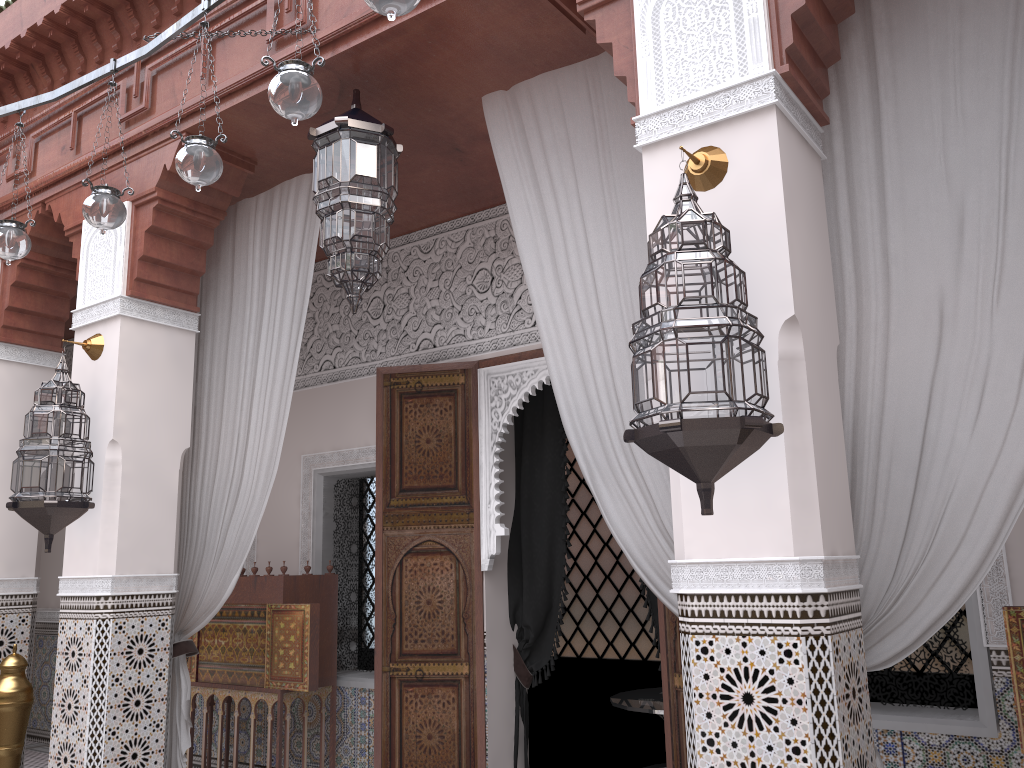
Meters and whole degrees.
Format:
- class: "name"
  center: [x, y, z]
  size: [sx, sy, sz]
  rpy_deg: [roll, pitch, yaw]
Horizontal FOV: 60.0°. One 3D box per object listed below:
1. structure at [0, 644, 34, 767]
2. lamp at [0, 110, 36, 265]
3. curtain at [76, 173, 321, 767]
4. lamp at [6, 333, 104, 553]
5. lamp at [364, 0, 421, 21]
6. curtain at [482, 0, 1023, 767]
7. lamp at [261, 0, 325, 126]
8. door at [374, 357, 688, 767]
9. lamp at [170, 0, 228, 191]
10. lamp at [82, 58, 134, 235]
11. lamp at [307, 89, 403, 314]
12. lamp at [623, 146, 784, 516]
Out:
- class: "structure"
  center: [-1.506, 1.056, 2.647]
  size: [0.156, 0.539, 0.156]
  rpy_deg: [-3, -12, 7]
- class: "lamp"
  center: [-1.055, -0.429, 1.902]
  size: [0.091, 0.371, 0.090]
  rpy_deg: [1, -12, -10]
- class: "curtain"
  center: [-1.010, 0.341, 2.664]
  size: [1.304, 1.761, 0.048]
  rpy_deg: [-10, -14, 34]
- class: "lamp"
  center: [-1.220, 0.138, 2.378]
  size: [0.216, 0.618, 0.217]
  rpy_deg: [-10, -14, 34]
- class: "lamp"
  center: [-0.141, -0.617, 1.104]
  size: [0.091, 0.371, 0.090]
  rpy_deg: [-6, -12, 20]
- class: "curtain"
  center: [0.491, 0.084, 1.598]
  size: [1.304, 1.761, 0.048]
  rpy_deg: [-10, -14, 34]
- class: "lamp"
  center: [-0.318, -0.562, 1.349]
  size: [0.091, 0.371, 0.090]
  rpy_deg: [-3, -12, 10]
- class: "door"
  center: [0.185, 0.546, 2.639]
  size: [1.244, 1.461, 0.419]
  rpy_deg: [-10, -14, 34]
- class: "lamp"
  center: [-0.538, -0.511, 1.566]
  size: [0.091, 0.371, 0.090]
  rpy_deg: [-1, -12, 0]
- class: "lamp"
  center: [-0.789, -0.467, 1.753]
  size: [0.091, 0.371, 0.090]
  rpy_deg: [3, -12, -20]
- class: "lamp"
  center: [-0.376, -0.444, 2.129]
  size: [0.221, 0.571, 0.220]
  rpy_deg: [-10, -14, 34]
- class: "lamp"
  center: [0.274, -0.113, 1.341]
  size: [0.216, 0.618, 0.217]
  rpy_deg: [-10, -14, 34]
